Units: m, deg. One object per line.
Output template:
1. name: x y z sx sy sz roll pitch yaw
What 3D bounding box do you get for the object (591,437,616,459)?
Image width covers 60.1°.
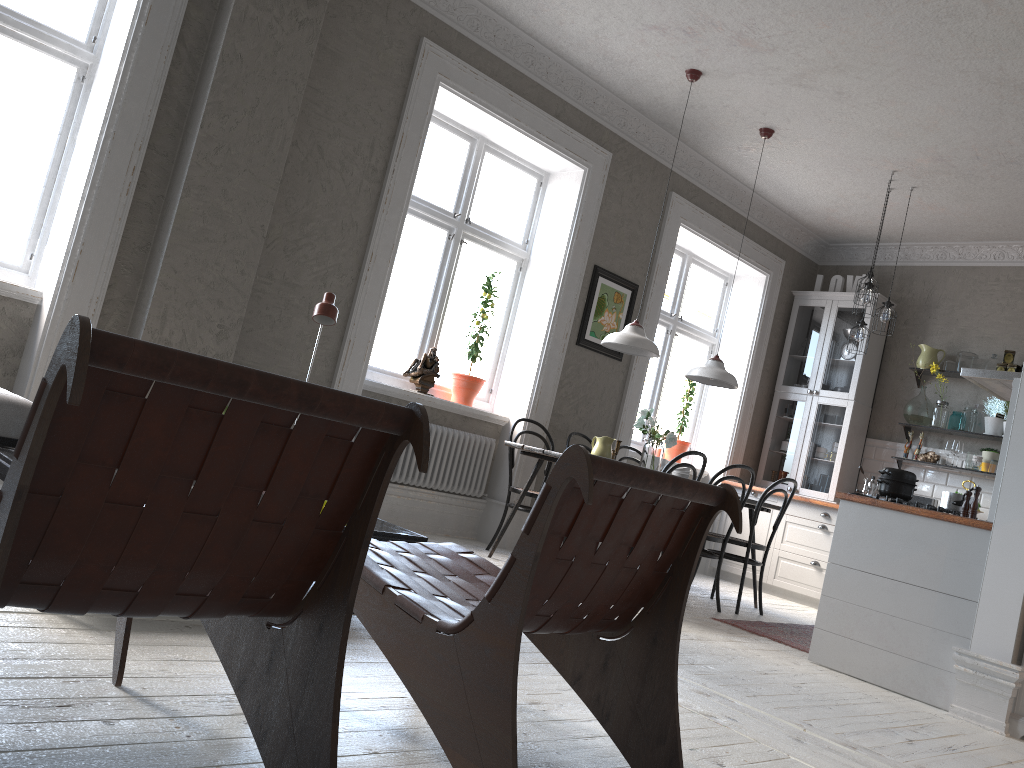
1. object: 0.568 0.415 5.614 0.149 0.170 0.136 13 -5 9

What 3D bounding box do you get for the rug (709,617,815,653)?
1. rug: 1.835 1.522 5.272 1.315 0.014 0.721 17 -6 -42

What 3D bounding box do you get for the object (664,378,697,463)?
1. object: 1.526 0.300 7.930 0.263 0.814 0.257 15 -5 -15

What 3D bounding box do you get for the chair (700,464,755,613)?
1. chair: 1.154 0.917 5.536 0.446 0.921 0.538 17 -6 -35

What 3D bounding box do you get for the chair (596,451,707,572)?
1. chair: 0.771 0.798 5.166 0.537 0.921 0.447 9 -7 45

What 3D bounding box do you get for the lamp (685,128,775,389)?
1. lamp: 1.601 -0.908 6.238 0.387 1.860 0.372 17 -6 -35

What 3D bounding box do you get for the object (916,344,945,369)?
1. object: 3.581 -0.219 7.603 0.176 0.217 0.187 16 -5 -28

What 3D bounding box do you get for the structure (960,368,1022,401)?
1. structure: 3.329 -0.707 5.300 0.726 1.597 0.698 18 -6 -42

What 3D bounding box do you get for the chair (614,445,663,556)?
1. chair: 0.936 0.941 6.556 0.446 0.921 0.539 16 -5 -30

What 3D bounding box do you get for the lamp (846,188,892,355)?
1. lamp: 2.814 -1.080 6.798 0.145 1.736 0.148 12 -5 14

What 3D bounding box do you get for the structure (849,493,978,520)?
1. structure: 2.096 0.637 4.555 0.618 0.031 0.486 17 -6 -42

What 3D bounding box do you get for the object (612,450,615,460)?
1. object: 0.692 0.511 6.107 0.137 0.112 0.142 11 -5 30

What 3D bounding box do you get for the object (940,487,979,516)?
1. object: 2.304 0.596 4.481 0.176 0.134 0.302 14 -4 -7

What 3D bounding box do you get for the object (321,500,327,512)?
1. object: -0.703 0.445 3.241 0.061 0.058 0.061 13 -4 2

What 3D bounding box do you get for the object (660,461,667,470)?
1. object: 0.972 0.569 6.137 0.176 0.094 0.183 10 -5 38

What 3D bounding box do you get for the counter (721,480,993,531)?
1. counter: 2.328 0.850 6.215 3.460 0.039 3.095 17 -6 -42

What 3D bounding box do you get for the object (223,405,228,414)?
1. object: -0.946 0.195 3.053 0.673 0.420 0.719 15 -5 -24

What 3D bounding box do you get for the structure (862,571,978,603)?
1. structure: 2.025 0.992 4.503 0.635 0.623 0.605 17 -6 -42

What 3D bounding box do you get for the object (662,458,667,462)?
1. object: 0.977 0.549 6.138 0.176 0.094 0.183 10 -5 38

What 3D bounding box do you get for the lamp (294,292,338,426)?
1. lamp: -0.854 0.035 3.606 0.139 0.840 0.250 14 -5 -6

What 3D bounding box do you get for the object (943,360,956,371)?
1. object: 3.715 -0.138 7.523 0.105 0.111 0.101 17 -6 -43

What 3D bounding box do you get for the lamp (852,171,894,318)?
1. lamp: 2.740 -1.337 6.479 0.146 1.736 0.147 13 -5 4

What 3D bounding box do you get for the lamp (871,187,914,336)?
1. lamp: 2.963 -1.217 6.682 0.144 1.736 0.149 10 -6 34

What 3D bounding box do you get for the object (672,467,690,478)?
1. object: 1.143 0.607 6.008 0.130 0.119 0.122 16 -5 -27

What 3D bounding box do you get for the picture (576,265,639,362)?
1. picture: 0.734 -0.529 6.725 0.532 0.620 0.019 17 -6 -42

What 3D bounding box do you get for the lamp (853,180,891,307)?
1. lamp: 2.823 -1.438 6.668 0.144 1.736 0.149 10 -6 34

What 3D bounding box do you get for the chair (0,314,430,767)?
1. chair: -0.691 0.281 1.478 0.518 0.721 0.995 18 -6 -42

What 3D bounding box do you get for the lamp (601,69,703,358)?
1. lamp: 0.955 -1.106 5.625 0.381 1.860 0.377 14 -5 -5

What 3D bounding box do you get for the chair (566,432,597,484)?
1. chair: 0.573 0.831 6.235 0.537 0.921 0.447 9 -7 45

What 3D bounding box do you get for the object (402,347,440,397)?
1. object: -0.598 -0.101 5.926 0.242 0.330 0.117 17 -6 -41

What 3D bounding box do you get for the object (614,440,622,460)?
1. object: 0.663 0.441 5.631 0.060 0.167 0.058 16 -5 -29

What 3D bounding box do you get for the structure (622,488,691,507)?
1. structure: 1.233 1.029 7.616 0.145 0.428 1.248 9 -6 46

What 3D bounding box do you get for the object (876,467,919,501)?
1. object: 1.965 0.511 4.520 0.187 0.147 0.196 11 -5 27

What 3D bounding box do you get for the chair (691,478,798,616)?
1. chair: 1.515 1.026 5.855 0.537 0.921 0.447 9 -7 45

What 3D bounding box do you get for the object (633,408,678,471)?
1. object: 0.900 0.366 5.591 0.305 0.414 0.256 9 -7 46

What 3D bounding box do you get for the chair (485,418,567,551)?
1. chair: 0.174 0.709 5.850 0.446 0.921 0.538 17 -6 -35

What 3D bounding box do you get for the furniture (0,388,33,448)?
1. furniture: -2.179 0.169 3.100 0.844 0.476 0.571 17 -6 -42

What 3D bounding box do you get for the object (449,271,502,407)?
1. object: -0.240 -0.335 6.224 0.271 0.992 0.269 14 -5 -3

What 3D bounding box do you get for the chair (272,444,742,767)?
1. chair: -0.072 0.471 2.066 0.518 0.721 0.995 18 -6 -42

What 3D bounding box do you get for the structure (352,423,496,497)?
1. structure: -0.596 0.466 5.875 0.145 0.428 1.248 9 -6 46
